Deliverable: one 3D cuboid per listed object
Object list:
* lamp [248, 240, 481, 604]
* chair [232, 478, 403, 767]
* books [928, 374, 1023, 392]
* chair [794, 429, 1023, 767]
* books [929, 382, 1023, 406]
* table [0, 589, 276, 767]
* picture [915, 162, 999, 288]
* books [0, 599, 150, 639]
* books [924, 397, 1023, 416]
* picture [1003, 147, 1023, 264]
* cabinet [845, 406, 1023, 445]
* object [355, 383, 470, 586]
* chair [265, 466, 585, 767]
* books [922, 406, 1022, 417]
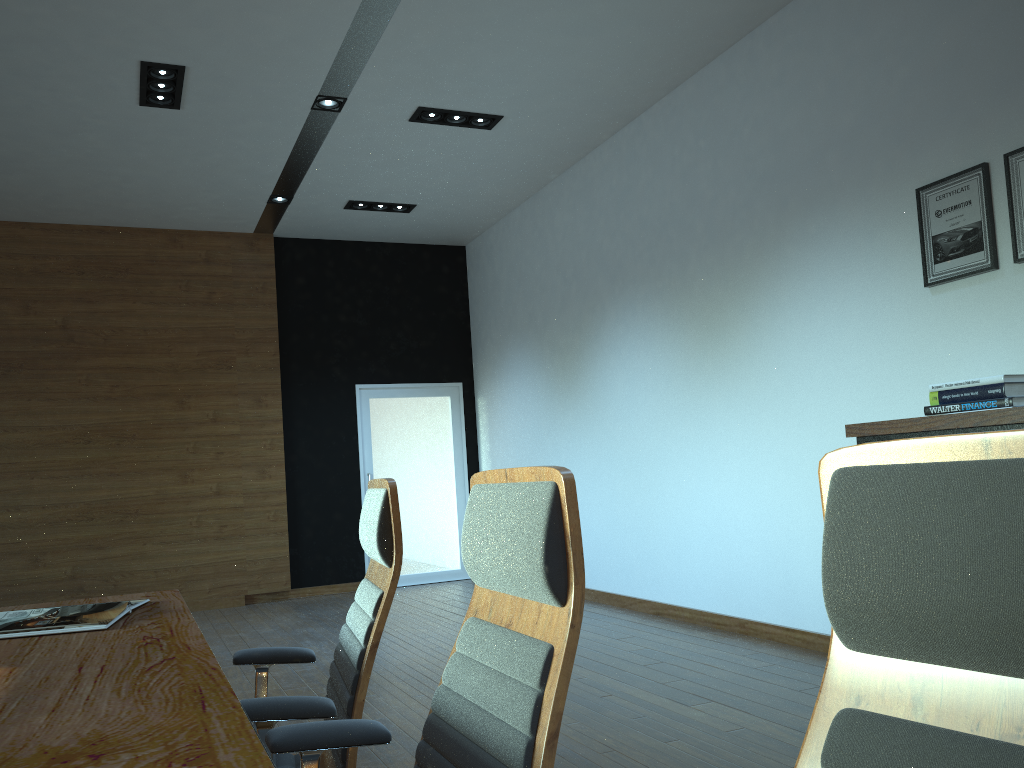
[{"bbox_3d":[-3.702,0.063,5.696,9.386,3.697,16.749,-1,-6,-24],"label":"lamp"},{"bbox_3d":[-0.593,0.808,2.110,0.695,1.124,0.709,-2,-4,-17],"label":"chair"},{"bbox_3d":[2.055,-0.003,3.829,0.291,0.031,0.363,-1,-6,-25],"label":"books"},{"bbox_3d":[0.200,0.600,0.571,0.695,1.124,0.709,-1,-5,-32],"label":"chair"},{"bbox_3d":[2.058,0.044,3.826,0.287,0.062,0.370,-1,-6,-24],"label":"books"},{"bbox_3d":[-0.826,0.777,0.087,1.784,0.795,5.564,-1,-6,-24],"label":"table"},{"bbox_3d":[2.064,-0.729,4.125,0.028,0.482,0.381,-2,-4,-24],"label":"picture"},{"bbox_3d":[-1.229,0.616,2.374,0.389,0.033,0.546,-2,-6,-12],"label":"books"},{"bbox_3d":[2.035,0.095,3.804,0.273,0.041,0.405,-1,-7,-29],"label":"books"},{"bbox_3d":[2.251,-0.786,3.692,0.028,0.482,0.381,-2,-4,-24],"label":"picture"},{"bbox_3d":[2.282,0.641,2.842,0.767,1.229,2.357,-2,-6,-24],"label":"cabinet"},{"bbox_3d":[-1.066,1.079,9.608,1.197,2.154,0.201,-2,-4,-24],"label":"object"},{"bbox_3d":[-0.245,0.705,1.317,0.695,1.124,0.709,-2,-4,-23],"label":"chair"},{"bbox_3d":[2.056,0.125,3.807,0.322,0.021,0.445,-1,-6,-24],"label":"books"}]
